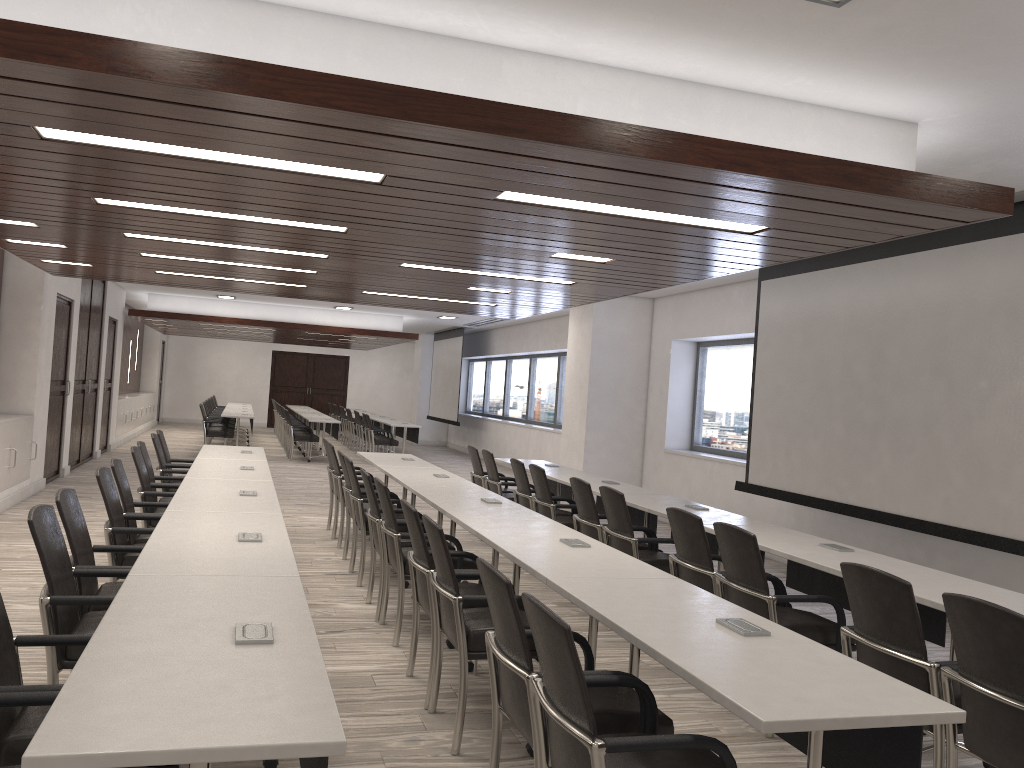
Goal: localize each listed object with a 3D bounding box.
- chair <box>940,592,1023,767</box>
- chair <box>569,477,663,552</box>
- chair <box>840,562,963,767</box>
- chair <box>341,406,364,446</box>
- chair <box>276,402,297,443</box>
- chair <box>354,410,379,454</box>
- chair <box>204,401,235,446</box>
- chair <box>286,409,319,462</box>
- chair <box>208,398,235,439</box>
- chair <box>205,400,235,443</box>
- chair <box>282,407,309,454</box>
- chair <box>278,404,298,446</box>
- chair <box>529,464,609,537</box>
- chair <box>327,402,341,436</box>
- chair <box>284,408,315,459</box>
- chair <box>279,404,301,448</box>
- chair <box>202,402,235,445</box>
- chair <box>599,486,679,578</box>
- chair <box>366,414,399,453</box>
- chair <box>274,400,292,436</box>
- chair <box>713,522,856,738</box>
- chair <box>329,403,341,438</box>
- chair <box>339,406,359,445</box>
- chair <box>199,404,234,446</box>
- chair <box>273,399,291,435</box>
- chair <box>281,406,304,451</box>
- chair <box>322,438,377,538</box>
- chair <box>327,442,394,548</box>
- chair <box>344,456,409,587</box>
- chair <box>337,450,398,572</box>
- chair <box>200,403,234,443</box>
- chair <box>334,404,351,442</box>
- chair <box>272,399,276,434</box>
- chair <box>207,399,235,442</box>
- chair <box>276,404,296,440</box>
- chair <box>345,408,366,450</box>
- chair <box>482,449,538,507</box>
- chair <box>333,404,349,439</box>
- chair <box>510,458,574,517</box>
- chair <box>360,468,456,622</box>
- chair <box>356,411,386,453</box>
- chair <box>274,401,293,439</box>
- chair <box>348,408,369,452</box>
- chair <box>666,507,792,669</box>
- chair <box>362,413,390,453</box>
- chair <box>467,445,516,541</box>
[{"bbox_3d":[1.762,1.175,2.907,0.638,0.939,0.513,4,-1,-16],"label":"chair"},{"bbox_3d":[0.720,1.146,6.310,0.638,0.939,0.513,4,-1,-17],"label":"chair"},{"bbox_3d":[1.599,1.170,3.402,0.638,0.939,0.513,4,-1,-18],"label":"chair"},{"bbox_3d":[-3.811,1.022,21.298,0.638,0.939,0.513,4,-1,-17],"label":"chair"},{"bbox_3d":[-5.252,0.919,20.870,0.638,0.939,0.513,4,-1,-17],"label":"chair"},{"bbox_3d":[-3.078,1.042,18.897,0.638,0.939,0.513,4,-1,-18],"label":"chair"},{"bbox_3d":[-5.965,0.835,18.029,0.638,0.939,0.513,4,-1,-16],"label":"chair"},{"bbox_3d":[-3.918,0.956,16.500,0.638,0.939,0.513,4,-1,-17],"label":"chair"},{"bbox_3d":[-6.702,0.814,20.423,0.638,0.939,0.513,4,-1,-16],"label":"chair"},{"bbox_3d":[-6.257,0.827,18.962,0.638,0.939,0.513,4,-1,-16],"label":"chair"},{"bbox_3d":[-4.357,0.944,17.958,0.638,0.939,0.513,4,-1,-18],"label":"chair"},{"bbox_3d":[-4.959,0.927,19.906,0.638,0.939,0.513,4,-1,-16],"label":"chair"},{"bbox_3d":[0.444,1.139,7.272,0.638,0.939,0.513,4,-1,-17],"label":"chair"},{"bbox_3d":[-4.848,0.993,24.713,0.638,0.939,0.513,4,-1,-17],"label":"chair"},{"bbox_3d":[-4.084,0.951,17.006,0.638,0.939,0.513,4,-1,-18],"label":"chair"},{"bbox_3d":[-4.806,0.931,19.412,0.638,0.939,0.513,4,-1,-17],"label":"chair"},{"bbox_3d":[-5.811,0.839,17.518,0.638,0.939,0.513,4,-1,-17],"label":"chair"},{"bbox_3d":[0.885,1.151,5.812,0.638,0.939,0.513,4,-1,-17],"label":"chair"},{"bbox_3d":[-2.501,1.057,16.933,0.638,0.939,0.513,4,-1,-16],"label":"chair"},{"bbox_3d":[-5.832,0.903,22.829,0.638,0.939,0.513,4,-1,-16],"label":"chair"},{"bbox_3d":[1.313,1.163,4.352,0.638,0.939,0.513,4,-1,-17],"label":"chair"},{"bbox_3d":[-4.705,0.997,24.211,0.638,0.939,0.513,4,-1,-16],"label":"chair"},{"bbox_3d":[-3.957,1.018,21.803,0.638,0.939,0.513,4,-1,-18],"label":"chair"},{"bbox_3d":[-5.362,0.852,16.061,0.638,0.939,0.513,4,-1,-16],"label":"chair"},{"bbox_3d":[-6.118,0.895,23.787,0.638,0.939,0.513,4,-1,-16],"label":"chair"},{"bbox_3d":[-4.507,0.940,18.456,0.638,0.939,0.513,4,-1,-17],"label":"chair"},{"bbox_3d":[-1.586,1.020,8.794,0.638,0.939,0.513,4,-1,-18],"label":"chair"},{"bbox_3d":[-1.435,1.024,8.288,0.638,0.939,0.513,4,-1,-18],"label":"chair"},{"bbox_3d":[-1.000,1.036,6.826,0.638,0.939,0.513,4,-1,-17],"label":"chair"},{"bbox_3d":[-1.150,1.032,7.327,0.638,0.939,0.513,4,-1,-17],"label":"chair"},{"bbox_3d":[-5.522,0.847,16.558,0.638,0.939,0.513,4,-1,-17],"label":"chair"},{"bbox_3d":[-4.263,1.009,22.754,0.638,0.939,0.513,4,-1,-18],"label":"chair"},{"bbox_3d":[-6.284,0.890,24.279,0.638,0.939,0.513,4,-1,-18],"label":"chair"},{"bbox_3d":[-6.401,0.823,19.461,0.638,0.939,0.513,4,-1,-17],"label":"chair"},{"bbox_3d":[-5.394,0.915,21.374,0.638,0.939,0.513,4,-1,-17],"label":"chair"},{"bbox_3d":[-3.531,1.029,20.344,0.638,0.939,0.513,4,-1,-16],"label":"chair"},{"bbox_3d":[0.003,1.127,8.726,0.638,0.939,0.513,4,-1,-17],"label":"chair"},{"bbox_3d":[-4.416,1.005,23.265,0.638,0.939,0.513,4,-1,-17],"label":"chair"},{"bbox_3d":[0.287,1.135,7.772,0.638,0.939,0.513,4,-1,-16],"label":"chair"},{"bbox_3d":[-0.715,1.043,5.881,0.638,0.939,0.513,4,-1,-16],"label":"chair"},{"bbox_3d":[-2.944,1.045,18.392,0.638,0.939,0.513,4,-1,-16],"label":"chair"},{"bbox_3d":[-5.689,0.907,22.330,0.638,0.939,0.513,4,-1,-17],"label":"chair"},{"bbox_3d":[-3.381,1.033,19.841,0.638,0.939,0.513,4,-1,-16],"label":"chair"},{"bbox_3d":[1.165,1.159,4.855,0.638,0.939,0.513,4,-1,-18],"label":"chair"},{"bbox_3d":[-2.652,1.053,17.434,0.638,0.939,0.513,4,-1,-17],"label":"chair"},{"bbox_3d":[-0.164,1.122,9.220,0.638,0.939,0.513,4,-1,-17],"label":"chair"}]
